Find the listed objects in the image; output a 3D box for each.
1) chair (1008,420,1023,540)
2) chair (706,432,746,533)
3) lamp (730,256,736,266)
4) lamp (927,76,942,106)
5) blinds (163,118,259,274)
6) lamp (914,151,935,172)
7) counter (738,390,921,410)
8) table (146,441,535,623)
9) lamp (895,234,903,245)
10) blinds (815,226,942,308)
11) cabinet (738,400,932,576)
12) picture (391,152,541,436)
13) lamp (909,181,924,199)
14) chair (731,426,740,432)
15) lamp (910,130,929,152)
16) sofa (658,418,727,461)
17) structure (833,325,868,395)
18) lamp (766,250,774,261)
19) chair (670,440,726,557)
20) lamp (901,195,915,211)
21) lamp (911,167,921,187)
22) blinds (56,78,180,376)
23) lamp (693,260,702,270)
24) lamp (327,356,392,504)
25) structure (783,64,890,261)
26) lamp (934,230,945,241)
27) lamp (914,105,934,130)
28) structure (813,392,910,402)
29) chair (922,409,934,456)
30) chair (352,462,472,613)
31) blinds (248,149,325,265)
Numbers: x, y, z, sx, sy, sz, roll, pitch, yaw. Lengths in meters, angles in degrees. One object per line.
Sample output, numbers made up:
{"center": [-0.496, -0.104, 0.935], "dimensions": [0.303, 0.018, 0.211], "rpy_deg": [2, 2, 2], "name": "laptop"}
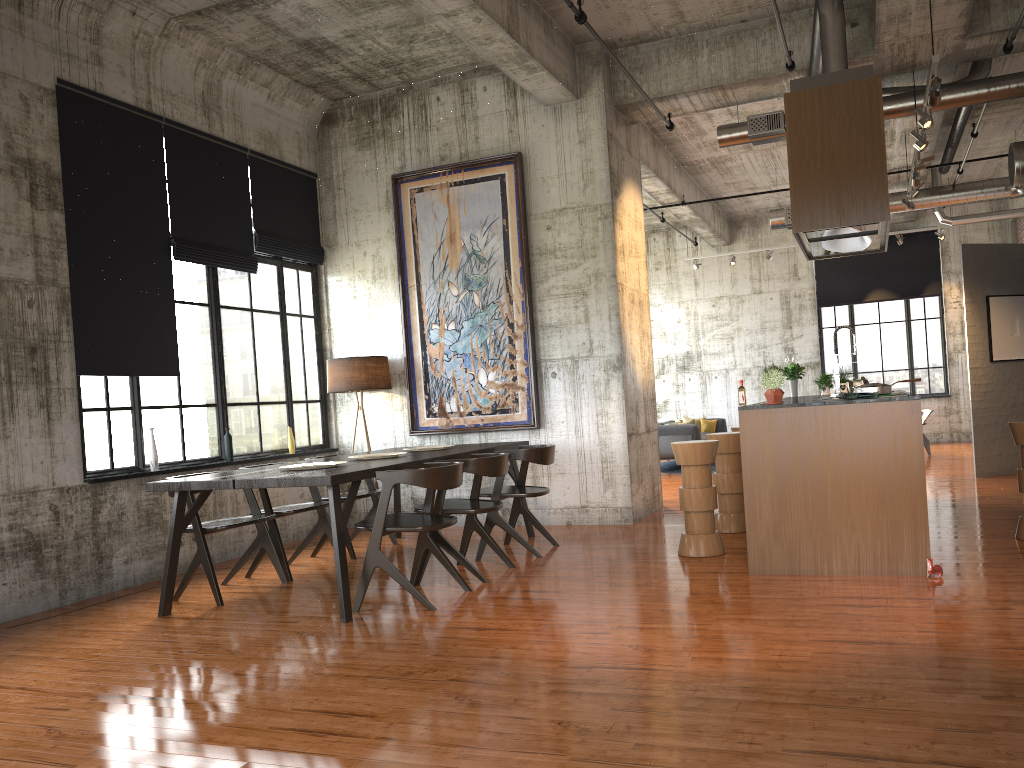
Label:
{"center": [4.338, 0.784, 7.279], "dimensions": [0.409, 0.963, 0.411], "rpy_deg": [-4, 0, -38], "name": "chair"}
{"center": [2.160, 0.967, 8.785], "dimensions": [0.409, 0.963, 0.411], "rpy_deg": [-4, 0, 1], "name": "chair"}
{"center": [4.763, -2.652, 19.102], "dimensions": [0.102, 0.228, 0.198], "rpy_deg": [-4, 0, 32], "name": "lamp"}
{"center": [3.440, -2.379, 7.216], "dimensions": [0.102, 0.215, 0.225], "rpy_deg": [-4, 0, 18], "name": "lamp"}
{"center": [-3.093, -1.909, 9.202], "dimensions": [0.052, 1.398, 1.254], "rpy_deg": [-4, 0, 22], "name": "blinds"}
{"center": [4.392, -2.392, 9.501], "dimensions": [0.261, 0.211, 0.102], "rpy_deg": [-4, 0, 17], "name": "lamp"}
{"center": [3.092, 0.206, 8.420], "dimensions": [1.246, 0.174, 4.360], "rpy_deg": [-4, -1, 22], "name": "counter"}
{"center": [-1.226, 1.165, 7.946], "dimensions": [1.640, 1.006, 3.700], "rpy_deg": [-4, -1, 22], "name": "table"}
{"center": [7.786, -2.894, 17.802], "dimensions": [0.165, 0.251, 0.102], "rpy_deg": [-4, 0, -23], "name": "lamp"}
{"center": [7.755, -2.467, 18.878], "dimensions": [2.445, 1.464, 0.150], "rpy_deg": [-4, 0, 22], "name": "blinds"}
{"center": [3.131, 0.766, 8.426], "dimensions": [1.246, 1.243, 4.357], "rpy_deg": [-4, -1, 22], "name": "cabinet"}
{"center": [-0.555, -0.991, 10.264], "dimensions": [1.656, 3.121, 0.142], "rpy_deg": [-4, 0, 22], "name": "picture"}
{"center": [5.009, -2.397, 10.993], "dimensions": [0.199, 0.228, 0.102], "rpy_deg": [-4, 0, 32], "name": "lamp"}
{"center": [2.711, 0.959, 10.013], "dimensions": [0.409, 0.963, 0.411], "rpy_deg": [-4, 0, 1], "name": "chair"}
{"center": [4.021, -2.389, 8.730], "dimensions": [0.102, 0.251, 0.165], "rpy_deg": [-4, 0, -43], "name": "lamp"}
{"center": [3.237, 1.154, 17.080], "dimensions": [1.363, 0.861, 3.002], "rpy_deg": [-4, -1, 24], "name": "sofa"}
{"center": [3.654, -0.267, 9.579], "dimensions": [0.361, 0.749, 0.168], "rpy_deg": [-4, 0, 22], "name": "structure"}
{"center": [5.466, -2.710, 18.781], "dimensions": [0.183, 0.241, 0.102], "rpy_deg": [-4, 0, 17], "name": "lamp"}
{"center": [1.607, 0.978, 7.648], "dimensions": [0.409, 0.963, 0.411], "rpy_deg": [-4, 0, 1], "name": "chair"}
{"center": [5.251, -2.398, 11.731], "dimensions": [0.260, 0.211, 0.102], "rpy_deg": [-3, 0, -38], "name": "lamp"}
{"center": [4.689, -2.395, 10.289], "dimensions": [0.102, 0.240, 0.182], "rpy_deg": [-4, 0, 17], "name": "lamp"}
{"center": [-3.543, -1.336, 8.060], "dimensions": [0.034, 2.534, 1.214], "rpy_deg": [-4, 0, 22], "name": "blinds"}
{"center": [4.036, -2.598, 19.383], "dimensions": [0.260, 0.211, 0.102], "rpy_deg": [-3, 0, -33], "name": "lamp"}
{"center": [-1.750, 0.726, 10.447], "dimensions": [0.753, 2.056, 0.751], "rpy_deg": [-4, 0, 34], "name": "lamp"}
{"center": [2.634, -1.694, 7.132], "dimensions": [0.664, 1.126, 1.628], "rpy_deg": [-4, -1, 22], "name": "structure"}
{"center": [8.497, -2.942, 17.567], "dimensions": [0.102, 0.215, 0.226], "rpy_deg": [-4, 0, -27], "name": "lamp"}
{"center": [3.713, -2.386, 7.964], "dimensions": [0.102, 0.251, 0.165], "rpy_deg": [-4, 0, -23], "name": "lamp"}
{"center": [2.810, 0.100, 7.136], "dimensions": [0.678, 0.019, 1.096], "rpy_deg": [-4, -1, 22], "name": "structure"}
{"center": [7.102, 0.893, 16.098], "dimensions": [1.043, 0.793, 0.875], "rpy_deg": [-4, -1, 12], "name": "chair"}
{"center": [-0.728, 1.106, 6.561], "dimensions": [0.770, 0.993, 0.877], "rpy_deg": [-4, 0, 23], "name": "chair"}
{"center": [-2.617, -2.042, 10.397], "dimensions": [0.052, 1.142, 1.295], "rpy_deg": [-4, 0, 22], "name": "blinds"}
